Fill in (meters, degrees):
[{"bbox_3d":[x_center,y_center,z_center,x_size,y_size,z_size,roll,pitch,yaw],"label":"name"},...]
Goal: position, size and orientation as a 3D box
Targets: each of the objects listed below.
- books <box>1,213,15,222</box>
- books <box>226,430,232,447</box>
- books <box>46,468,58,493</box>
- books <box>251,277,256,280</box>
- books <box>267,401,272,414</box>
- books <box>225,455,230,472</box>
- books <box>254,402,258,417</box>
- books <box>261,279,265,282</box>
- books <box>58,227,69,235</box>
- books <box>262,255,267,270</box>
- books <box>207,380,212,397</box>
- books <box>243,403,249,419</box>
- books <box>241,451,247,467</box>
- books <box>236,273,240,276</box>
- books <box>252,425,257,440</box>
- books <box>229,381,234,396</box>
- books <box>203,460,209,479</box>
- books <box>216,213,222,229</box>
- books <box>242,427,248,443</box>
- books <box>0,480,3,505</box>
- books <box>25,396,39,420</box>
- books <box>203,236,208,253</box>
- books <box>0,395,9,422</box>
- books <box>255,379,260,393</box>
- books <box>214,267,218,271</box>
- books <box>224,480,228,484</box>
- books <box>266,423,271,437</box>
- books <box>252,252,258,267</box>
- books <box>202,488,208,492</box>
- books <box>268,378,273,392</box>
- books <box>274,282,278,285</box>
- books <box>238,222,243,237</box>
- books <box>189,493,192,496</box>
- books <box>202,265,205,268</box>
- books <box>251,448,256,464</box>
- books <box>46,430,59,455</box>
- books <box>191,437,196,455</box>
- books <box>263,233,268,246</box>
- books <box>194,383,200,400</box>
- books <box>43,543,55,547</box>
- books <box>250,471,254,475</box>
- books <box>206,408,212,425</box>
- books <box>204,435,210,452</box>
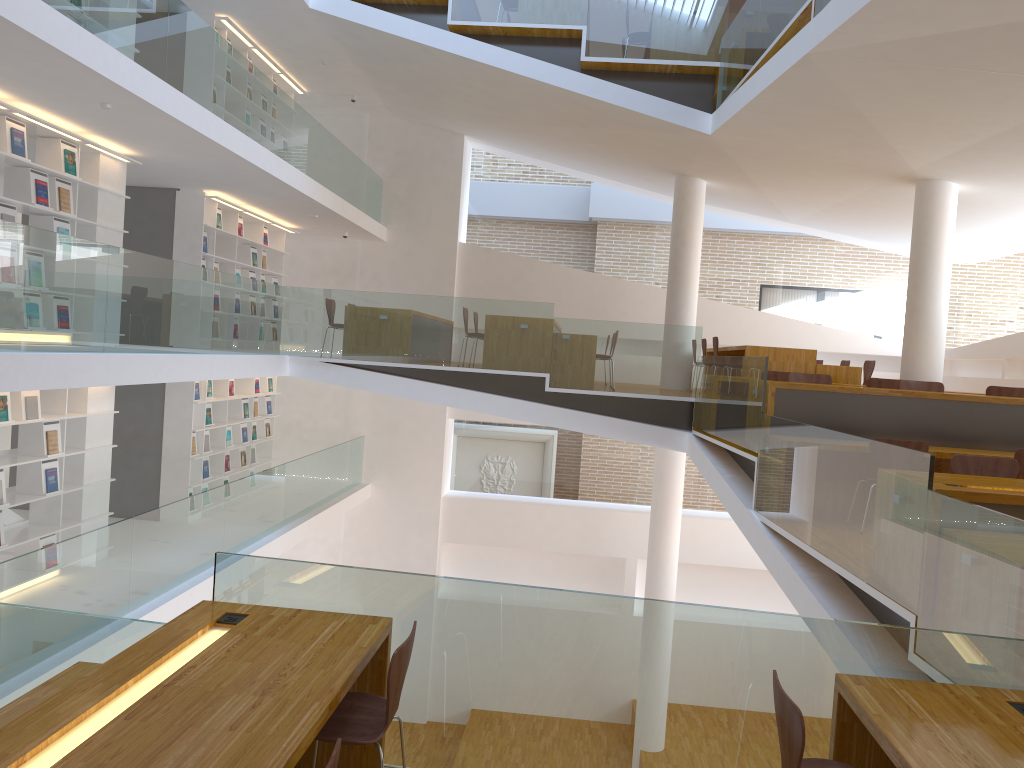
[{"bbox_3d":[-3.880,-1.199,6.839,0.037,0.210,0.145,4,2,5],"label":"books"},{"bbox_3d":[-3.701,0.711,11.581,0.037,0.210,0.145,4,2,5],"label":"books"},{"bbox_3d":[-3.959,0.832,7.633,0.037,0.210,0.145,4,2,5],"label":"books"},{"bbox_3d":[-3.515,-1.344,12.067,0.037,0.210,0.145,4,2,5],"label":"books"},{"bbox_3d":[-3.559,0.357,13.010,0.037,0.210,0.145,4,2,5],"label":"books"},{"bbox_3d":[-3.723,1.038,11.592,0.037,0.210,0.145,4,2,5],"label":"books"},{"bbox_3d":[-3.605,0.356,12.475,0.037,0.210,0.145,4,2,5],"label":"books"},{"bbox_3d":[-3.487,-1.354,12.402,0.037,0.210,0.145,4,2,5],"label":"books"},{"bbox_3d":[-3.820,-1.224,7.564,0.037,0.210,0.145,4,2,5],"label":"books"},{"bbox_3d":[-3.466,-1.690,12.405,0.037,0.210,0.145,4,2,5],"label":"books"},{"bbox_3d":[-3.712,0.052,10.865,0.037,0.210,0.145,4,2,5],"label":"books"},{"bbox_3d":[-3.633,0.366,12.126,0.037,0.210,0.145,4,2,5],"label":"books"},{"bbox_3d":[-3.675,1.026,12.152,0.037,0.210,0.145,4,2,5],"label":"books"},{"bbox_3d":[-3.563,-1.335,11.511,0.037,0.210,0.145,4,2,5],"label":"books"},{"bbox_3d":[-3.626,0.692,12.472,0.037,0.210,0.145,4,2,5],"label":"books"},{"bbox_3d":[-3.658,0.068,11.559,0.037,0.210,0.145,4,2,5],"label":"books"},{"bbox_3d":[-3.774,1.053,10.932,0.037,0.210,0.145,4,2,5],"label":"books"},{"bbox_3d":[-3.575,-1.974,10.803,0.037,0.210,0.145,4,2,5],"label":"books"},{"bbox_3d":[-3.653,0.702,12.137,0.037,0.210,0.145,4,2,5],"label":"books"},{"bbox_3d":[-4.019,0.862,6.907,0.037,0.210,0.145,4,2,5],"label":"books"},{"bbox_3d":[-3.943,0.205,7.285,0.037,0.210,0.145,4,2,5],"label":"books"},{"bbox_3d":[-3.624,-1.635,10.443,0.037,0.210,0.145,4,2,5],"label":"books"},{"bbox_3d":[-3.973,0.197,6.897,0.037,0.210,0.145,4,2,5],"label":"books"},{"bbox_3d":[-3.584,0.042,12.464,0.037,0.210,0.145,4,2,5],"label":"books"},{"bbox_3d":[-3.620,-1.319,10.815,0.037,0.210,0.145,4,2,5],"label":"books"},{"bbox_3d":[-3.743,1.369,11.600,0.037,0.210,0.145,4,2,5],"label":"books"},{"bbox_3d":[-3.580,0.681,13.025,0.037,0.210,0.145,4,2,5],"label":"books"},{"bbox_3d":[-3.495,-1.680,12.056,0.037,0.210,0.145,4,2,5],"label":"books"},{"bbox_3d":[-3.796,1.396,10.967,0.037,0.210,0.145,4,2,5],"label":"books"},{"bbox_3d":[-3.539,0.021,12.999,0.037,0.210,0.145,4,2,5],"label":"books"},{"bbox_3d":[-3.445,-1.379,12.951,0.037,0.210,0.145,4,2,5],"label":"books"},{"bbox_3d":[-3.520,-1.978,11.489,0.037,0.210,0.145,4,2,5],"label":"books"},{"bbox_3d":[-3.831,1.405,10.536,0.037,0.210,0.145,4,2,5],"label":"books"},{"bbox_3d":[-3.648,-1.298,10.448,0.037,0.210,0.145,4,2,5],"label":"books"},{"bbox_3d":[-3.647,1.016,12.483,0.037,0.210,0.145,4,2,5],"label":"books"},{"bbox_3d":[-3.941,0.505,7.605,0.037,0.210,0.145,4,2,5],"label":"books"},{"bbox_3d":[-3.788,0.736,10.516,0.037,0.210,0.145,4,2,5],"label":"books"},{"bbox_3d":[-3.445,-2.004,12.394,0.037,0.210,0.145,4,2,5],"label":"books"},{"bbox_3d":[-3.741,0.095,10.510,0.037,0.210,0.145,4,2,5],"label":"books"},{"bbox_3d":[-4.005,1.494,7.681,0.037,0.210,0.145,4,2,5],"label":"books"},{"bbox_3d":[-3.670,1.345,12.494,0.037,0.210,0.145,4,2,5],"label":"books"},{"bbox_3d":[-3.731,0.405,10.901,0.037,0.210,0.145,4,2,5],"label":"books"},{"bbox_3d":[-3.755,0.735,10.897,0.037,0.210,0.145,4,2,5],"label":"books"}]
